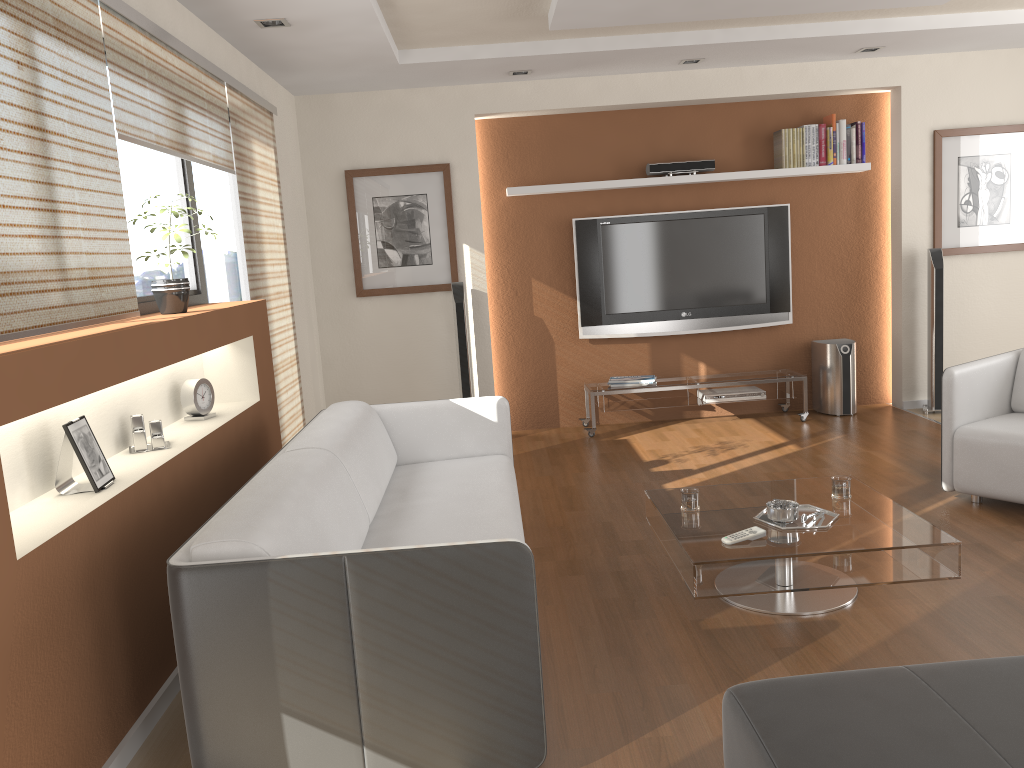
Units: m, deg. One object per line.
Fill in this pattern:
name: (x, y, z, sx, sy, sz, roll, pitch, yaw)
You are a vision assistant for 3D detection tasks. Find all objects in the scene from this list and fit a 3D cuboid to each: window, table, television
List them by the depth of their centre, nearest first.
window: (-1.603, -0.733, 3.007, 0.010, 0.986, 2.817, -4, 9, -1)
table: (1.044, 0.640, 3.410, 0.900, 0.300, 0.900, -4, 9, -1)
window: (-1.622, -0.451, 5.020, 0.010, 2.162, 0.889, -4, 9, -1)
television: (1.267, -0.821, 6.571, 1.594, 0.900, 0.097, -4, 9, -1)

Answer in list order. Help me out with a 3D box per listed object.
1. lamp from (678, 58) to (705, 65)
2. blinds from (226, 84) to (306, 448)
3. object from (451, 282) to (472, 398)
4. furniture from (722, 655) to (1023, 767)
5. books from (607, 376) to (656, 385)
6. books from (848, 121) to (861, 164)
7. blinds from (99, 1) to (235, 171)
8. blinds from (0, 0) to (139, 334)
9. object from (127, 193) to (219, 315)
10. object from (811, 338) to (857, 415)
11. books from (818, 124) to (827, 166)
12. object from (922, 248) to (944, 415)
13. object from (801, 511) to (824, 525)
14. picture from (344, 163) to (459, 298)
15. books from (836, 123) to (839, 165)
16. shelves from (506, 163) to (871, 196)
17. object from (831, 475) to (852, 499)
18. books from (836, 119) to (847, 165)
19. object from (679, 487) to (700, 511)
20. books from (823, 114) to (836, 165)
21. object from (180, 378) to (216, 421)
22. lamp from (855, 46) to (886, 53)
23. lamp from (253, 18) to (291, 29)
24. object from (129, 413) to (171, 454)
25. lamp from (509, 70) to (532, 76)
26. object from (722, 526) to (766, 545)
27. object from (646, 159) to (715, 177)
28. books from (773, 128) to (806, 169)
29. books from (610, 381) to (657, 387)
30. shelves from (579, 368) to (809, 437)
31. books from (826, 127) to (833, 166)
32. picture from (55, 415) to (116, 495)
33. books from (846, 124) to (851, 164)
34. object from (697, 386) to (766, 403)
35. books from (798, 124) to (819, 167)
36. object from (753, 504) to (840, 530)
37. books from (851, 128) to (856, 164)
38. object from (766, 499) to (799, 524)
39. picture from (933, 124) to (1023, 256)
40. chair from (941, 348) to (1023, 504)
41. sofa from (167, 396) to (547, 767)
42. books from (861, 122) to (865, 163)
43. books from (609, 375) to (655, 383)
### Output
lamp: (1.184, -2.172, 5.858, 0.146, 0.087, 0.146, -4, 9, -1)
blinds: (-1.350, -0.477, 5.022, 0.001, 2.200, 0.980, -4, 9, -1)
object: (-0.341, -0.132, 6.257, 0.228, 1.165, 0.215, -5, 9, -6)
furniture: (1.153, 0.819, 1.835, 1.291, 0.301, 0.685, -4, 9, -1)
books: (0.877, -0.026, 6.474, 0.326, 0.017, 0.228, -2, 9, 16)
books: (2.479, -1.739, 6.426, 0.041, 0.293, 0.169, -4, 9, -1)
blinds: (-1.374, -1.164, 3.677, 0.001, 0.441, 1.432, -4, 9, -1)
blinds: (-1.310, -0.653, 2.294, 0.001, 1.044, 1.432, -4, 9, -1)
object: (-1.350, -0.526, 3.587, 0.342, 0.477, 0.268, -6, 9, -11)
object: (2.411, -0.056, 6.572, 0.286, 0.518, 0.323, -4, 9, -1)
books: (2.223, -1.720, 6.421, 0.053, 0.293, 0.169, -4, 9, -1)
object: (3.015, -0.377, 6.322, 0.228, 1.165, 0.215, -3, 9, 4)
object: (1.115, 0.484, 3.269, 0.051, 0.035, 0.147, 3, 11, 40)
picture: (-0.770, -1.079, 6.253, 0.734, 0.884, 0.025, -4, 9, -1)
books: (2.329, -1.728, 6.424, 0.022, 0.293, 0.167, -4, 9, -1)
shelves: (1.266, -1.480, 6.425, 2.612, 0.050, 0.200, -4, 9, -1)
object: (1.312, 0.411, 3.534, 0.079, 0.077, 0.079, -6, 9, -12)
books: (2.364, -1.740, 6.418, 0.050, 0.313, 0.179, -4, 9, -1)
object: (0.705, 0.457, 3.515, 0.079, 0.077, 0.079, -6, 9, -12)
books: (2.302, -1.758, 6.418, 0.028, 0.358, 0.169, -4, 9, -1)
object: (-1.362, 0.064, 3.846, 0.096, 0.176, 0.160, -2, 9, 14)
lamp: (2.374, -2.259, 5.881, 0.146, 0.087, 0.146, -4, 9, -1)
lamp: (-1.147, -1.763, 4.229, 0.146, 0.087, 0.146, -4, 9, -1)
object: (-1.345, 0.172, 3.273, 0.141, 0.131, 0.141, -8, 9, -23)
lamp: (0.052, -2.090, 5.835, 0.146, 0.087, 0.146, -4, 9, -1)
object: (0.812, 0.534, 3.118, 0.158, 0.029, 0.064, -7, 9, -20)
object: (1.216, -1.554, 6.409, 0.470, 0.109, 0.182, -4, 9, -1)
books: (2.007, -1.696, 6.419, 0.167, 0.275, 0.195, -4, 9, -1)
books: (0.878, -0.014, 6.476, 0.326, 0.017, 0.228, -4, 9, 2)
shelves: (1.308, 0.131, 6.521, 1.617, 0.340, 0.444, -4, 9, -1)
books: (2.271, -1.709, 6.416, 0.041, 0.266, 0.186, -4, 9, -1)
picture: (-1.306, 0.213, 2.698, 0.133, 0.216, 0.159, -5, 9, -6)
books: (2.410, -1.727, 6.432, 0.041, 0.278, 0.157, -4, 9, -1)
object: (1.605, 0.075, 6.496, 0.435, 0.052, 0.274, -4, 9, -1)
books: (2.142, -1.716, 6.423, 0.104, 0.295, 0.146, -4, 9, -1)
object: (1.061, 0.496, 3.311, 0.315, 0.011, 0.273, -3, 9, 6)
books: (2.446, -1.714, 6.429, 0.028, 0.248, 0.169, -4, 9, -1)
object: (1.002, 0.468, 3.281, 0.118, 0.079, 0.117, -3, 9, 6)
picture: (3.377, -1.381, 6.334, 0.734, 0.884, 0.025, -4, 9, -1)
chair: (2.658, 0.195, 4.241, 0.919, 0.706, 0.767, -10, 11, -36)
sofa: (-0.419, 0.530, 3.301, 0.919, 0.661, 2.238, -4, 9, -1)
books: (2.514, -1.738, 6.427, 0.029, 0.286, 0.169, -4, 9, -1)
books: (0.876, -0.038, 6.472, 0.326, 0.017, 0.228, -2, 9, 10)
